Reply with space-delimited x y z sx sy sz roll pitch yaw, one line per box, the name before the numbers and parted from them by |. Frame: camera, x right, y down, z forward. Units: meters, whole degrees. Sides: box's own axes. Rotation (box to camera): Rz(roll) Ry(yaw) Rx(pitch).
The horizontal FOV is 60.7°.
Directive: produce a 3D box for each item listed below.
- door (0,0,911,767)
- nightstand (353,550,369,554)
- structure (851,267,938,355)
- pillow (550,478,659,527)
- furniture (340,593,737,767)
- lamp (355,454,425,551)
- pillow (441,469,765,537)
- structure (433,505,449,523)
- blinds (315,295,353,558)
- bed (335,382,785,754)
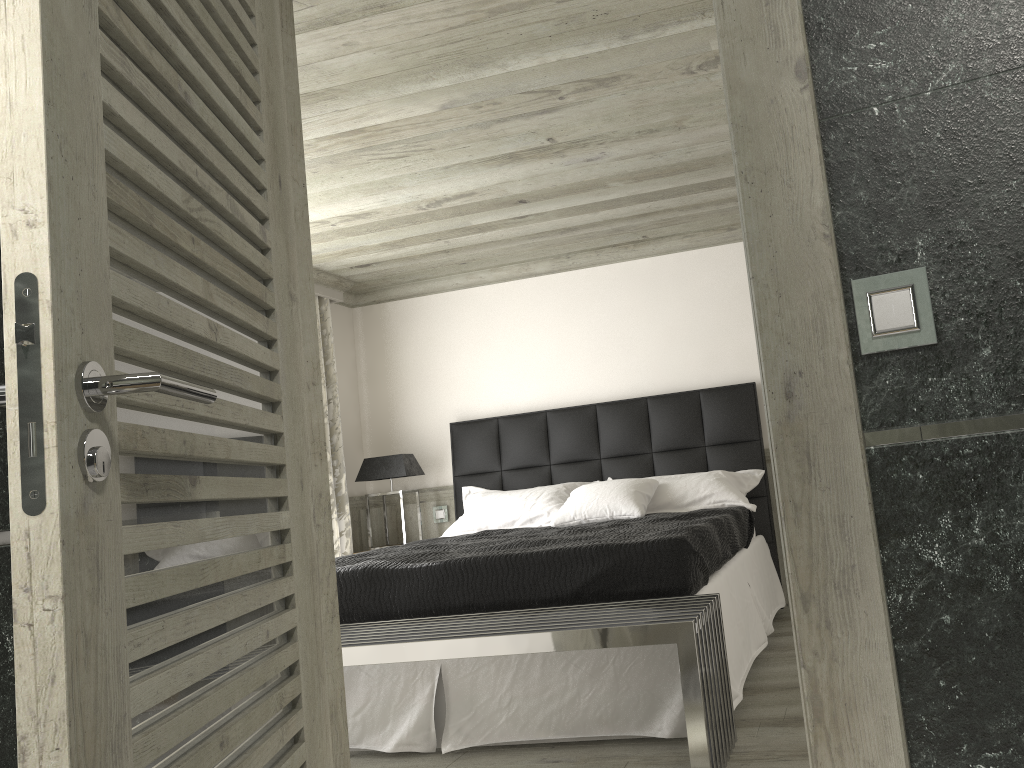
door | -0.265 -0.009 1.434 1.414 2.512 1.110 -9 -7 26
nightstand | -0.835 1.592 6.565 0.456 0.721 0.449 -8 -7 17
structure | 0.636 -0.122 1.459 0.116 0.128 0.018 -9 -7 24
pillow | 0.617 0.774 5.747 0.616 0.273 0.490 -9 -7 20
furniture | -0.126 1.196 3.314 1.777 0.559 0.608 -8 -7 14
lamp | -0.911 0.895 6.655 0.416 0.691 0.308 -8 -7 16
pillow | 0.599 0.805 6.162 2.243 0.381 0.663 -8 -7 15
structure | -0.564 1.027 6.885 0.119 0.128 0.018 -8 -7 13
blinds | -1.458 0.540 6.235 0.141 2.802 0.878 -8 -7 22
bed | 0.171 0.835 5.094 2.392 1.621 3.164 -8 -7 18
